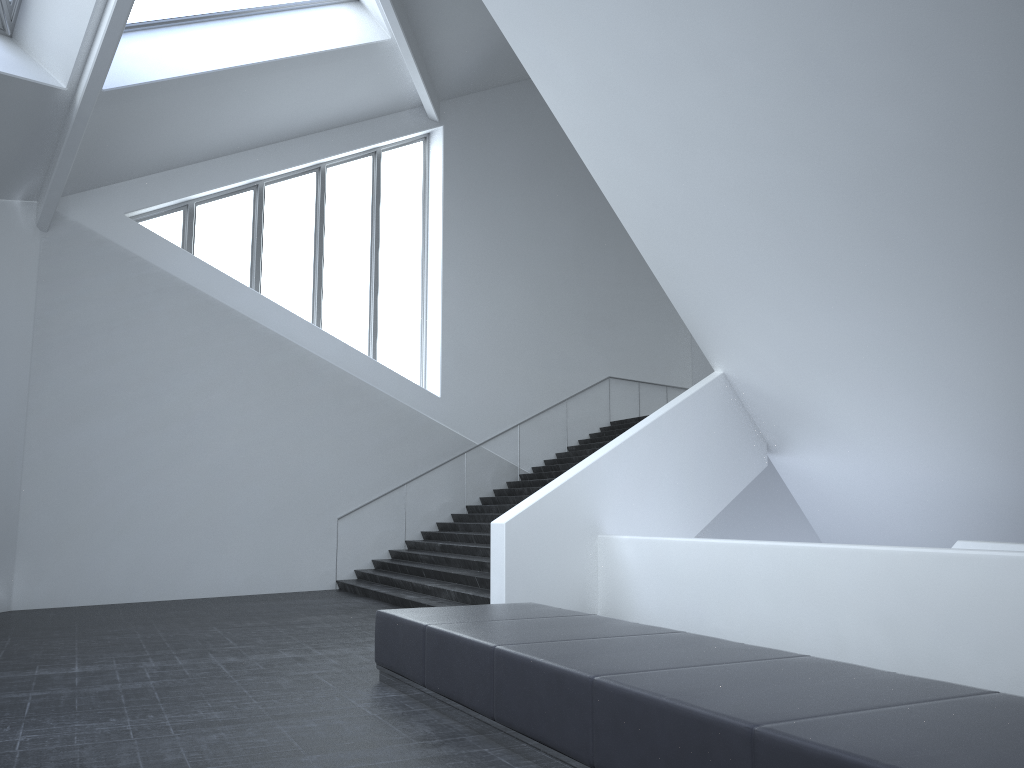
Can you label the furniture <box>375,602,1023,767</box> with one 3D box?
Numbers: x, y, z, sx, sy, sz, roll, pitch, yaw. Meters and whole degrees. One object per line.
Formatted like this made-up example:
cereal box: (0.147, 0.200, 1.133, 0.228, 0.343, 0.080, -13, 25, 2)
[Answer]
furniture: (0.803, 1.855, 5.175, 1.488, 0.580, 5.742, 4, -9, -26)
